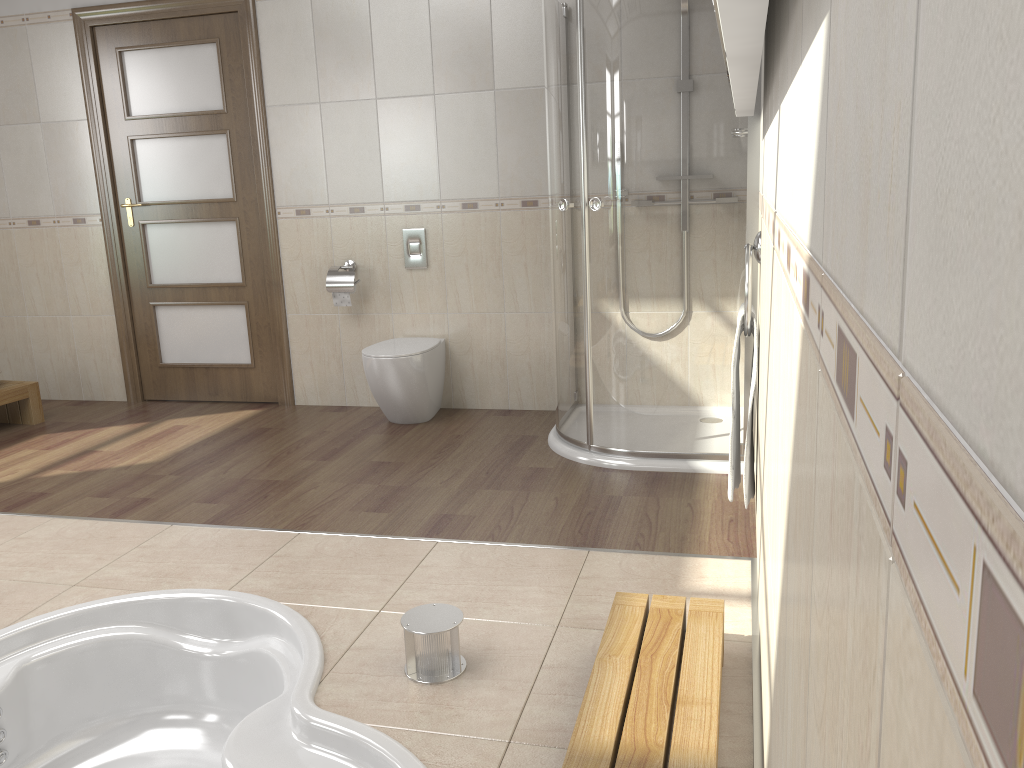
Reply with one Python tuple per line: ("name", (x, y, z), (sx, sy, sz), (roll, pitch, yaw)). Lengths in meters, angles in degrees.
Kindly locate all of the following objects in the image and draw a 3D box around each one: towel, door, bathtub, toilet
("towel", (0.746, 0.062, 2.861), (0.083, 0.635, 0.280), (1, 13, 15))
("door", (-1.752, -0.893, 4.805), (0.861, 2.026, 0.102), (0, 13, 12))
("bathtub", (-1.083, 1.151, 1.696), (1.751, 0.674, 1.754), (-10, 15, -29))
("toilet", (-0.527, -0.002, 4.396), (0.337, 0.388, 0.519), (1, 13, 15))

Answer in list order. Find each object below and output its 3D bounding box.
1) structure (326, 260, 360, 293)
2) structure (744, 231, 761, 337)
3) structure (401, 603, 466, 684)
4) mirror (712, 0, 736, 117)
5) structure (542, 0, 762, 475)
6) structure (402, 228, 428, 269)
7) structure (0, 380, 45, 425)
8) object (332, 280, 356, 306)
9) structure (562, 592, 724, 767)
("structure", (-0.850, -0.552, 4.543), (0.170, 0.151, 0.154), (1, 13, 15))
("structure", (0.752, -0.312, 2.779), (0.051, 0.332, 0.291), (1, 13, 15))
("structure", (-0.188, 0.621, 2.130), (0.150, 0.131, 0.150), (-2, 13, 4))
("mirror", (0.217, -0.700, 0.924), (0.005, 0.600, 3.600), (1, 13, 15))
("structure", (0.569, -0.690, 3.739), (0.900, 1.917, 0.900), (1, 13, 15))
("structure", (-0.491, -0.686, 4.493), (0.120, 0.200, 0.010), (1, 13, 15))
("structure", (-3.042, 0.245, 4.170), (0.620, 0.220, 1.450), (2, 13, 19))
("object", (-0.859, -0.477, 4.538), (0.098, 0.151, 0.090), (1, 13, 15))
("structure", (0.227, 0.725, 1.570), (0.260, 0.140, 1.280), (1, 13, 15))
